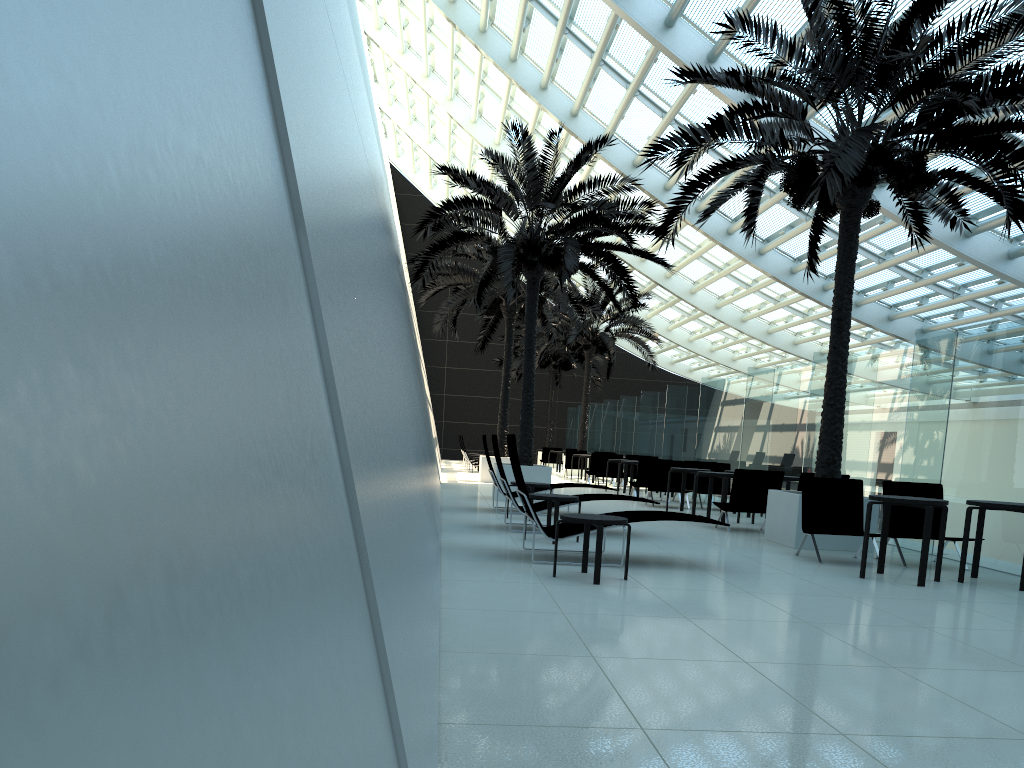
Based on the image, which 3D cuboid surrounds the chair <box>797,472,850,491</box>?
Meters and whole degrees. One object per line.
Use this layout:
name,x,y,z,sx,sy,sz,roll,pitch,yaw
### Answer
chair,4.263,1.705,12.505,0.717,0.896,0.880,3,2,-5

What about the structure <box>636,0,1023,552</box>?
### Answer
structure,4.056,-1.495,10.473,4.808,7.087,4.410,4,4,14

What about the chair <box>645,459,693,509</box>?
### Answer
chair,2.991,1.888,16.492,0.717,0.896,0.880,3,2,-5

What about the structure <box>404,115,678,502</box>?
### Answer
structure,0.446,-1.258,15.908,4.650,6.899,4.226,1,4,-26

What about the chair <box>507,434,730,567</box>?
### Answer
chair,0.963,1.113,8.339,2.038,1.169,0.913,3,3,-5

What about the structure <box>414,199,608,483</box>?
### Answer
structure,-0.241,-0.948,21.865,4.260,6.960,4.615,5,4,29

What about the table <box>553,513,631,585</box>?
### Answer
table,0.658,1.349,7.186,0.549,0.522,0.554,4,2,38

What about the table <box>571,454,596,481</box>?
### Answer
table,2.178,2.531,26.421,0.675,0.788,0.678,5,3,34

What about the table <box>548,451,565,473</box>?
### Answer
table,1.721,2.865,32.067,0.675,0.788,0.678,5,3,34

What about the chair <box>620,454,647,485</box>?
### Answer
chair,3.341,2.379,23.899,0.717,0.896,0.880,3,2,-5

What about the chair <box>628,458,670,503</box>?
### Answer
chair,2.868,1.989,18.197,0.717,0.896,0.880,3,2,-5

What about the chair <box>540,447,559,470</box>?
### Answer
chair,1.504,2.987,35.051,0.717,0.896,0.880,3,2,-5

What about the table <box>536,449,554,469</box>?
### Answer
table,1.375,3.111,36.227,0.673,0.788,0.680,5,3,43

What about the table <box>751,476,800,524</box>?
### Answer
table,4.172,1.832,13.684,0.674,0.788,0.679,5,3,38

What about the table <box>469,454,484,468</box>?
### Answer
table,-1.323,2.797,31.658,0.549,0.522,0.554,4,2,38

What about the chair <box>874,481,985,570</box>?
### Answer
chair,4.501,1.520,9.389,0.717,0.896,0.880,3,2,-5

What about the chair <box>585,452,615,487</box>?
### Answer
chair,2.413,2.322,23.818,0.717,0.896,0.880,3,2,-5

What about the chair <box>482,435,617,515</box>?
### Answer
chair,0.548,1.416,13.464,2.038,1.169,0.913,3,3,-5

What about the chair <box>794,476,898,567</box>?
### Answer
chair,3.573,1.463,9.309,0.717,0.896,0.880,3,2,-5

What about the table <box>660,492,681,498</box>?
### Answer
table,3.705,2.173,19.456,0.674,0.788,0.679,5,3,38

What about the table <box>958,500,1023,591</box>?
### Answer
table,4.623,1.509,8.227,0.673,0.788,0.680,5,3,43

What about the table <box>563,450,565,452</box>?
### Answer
table,2.341,3.171,36.311,0.673,0.788,0.680,5,3,43

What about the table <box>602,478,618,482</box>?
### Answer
table,3.143,2.591,26.505,0.675,0.788,0.678,5,3,34

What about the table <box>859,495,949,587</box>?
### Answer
table,3.658,1.450,8.143,0.673,0.788,0.680,5,3,43

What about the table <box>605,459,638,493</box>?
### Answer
table,2.631,2.201,20.834,0.675,0.788,0.678,5,3,34

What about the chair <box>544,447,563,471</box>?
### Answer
chair,1.626,2.886,33.358,0.717,0.896,0.880,3,2,-5

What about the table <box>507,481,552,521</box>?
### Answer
table,0.243,1.652,12.311,0.549,0.522,0.554,4,2,38

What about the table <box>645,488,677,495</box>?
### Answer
table,3.596,2.260,20.918,0.675,0.788,0.678,5,3,34

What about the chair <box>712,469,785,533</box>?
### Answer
chair,3.335,1.648,12.424,0.717,0.896,0.880,3,2,-5

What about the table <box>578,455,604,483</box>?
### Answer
table,2.285,2.446,24.994,0.674,0.788,0.679,5,3,38

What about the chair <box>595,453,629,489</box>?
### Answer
chair,2.535,2.221,22.126,0.717,0.896,0.880,3,2,-5

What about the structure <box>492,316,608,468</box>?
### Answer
structure,1.877,0.115,37.661,4.464,7.086,4.752,1,4,-26

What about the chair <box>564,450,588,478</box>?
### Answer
chair,2.085,2.550,27.688,0.717,0.896,0.880,3,2,-5

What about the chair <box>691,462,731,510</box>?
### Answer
chair,3.919,1.945,16.572,0.717,0.896,0.880,3,2,-5

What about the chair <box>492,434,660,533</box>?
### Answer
chair,0.755,1.265,10.902,2.038,1.169,0.913,3,3,-5

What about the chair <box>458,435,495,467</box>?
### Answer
chair,-1.018,2.561,32.811,2.038,1.169,0.913,3,3,-5

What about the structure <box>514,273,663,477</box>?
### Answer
structure,2.507,-0.366,29.545,4.830,7.088,4.390,2,4,-11

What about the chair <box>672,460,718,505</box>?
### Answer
chair,3.796,2.047,18.277,0.717,0.896,0.880,3,2,-5

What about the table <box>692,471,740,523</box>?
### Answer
table,3.207,1.772,13.600,0.674,0.788,0.679,5,3,38

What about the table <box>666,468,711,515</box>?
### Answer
table,3.086,1.868,15.212,0.675,0.788,0.678,5,3,34

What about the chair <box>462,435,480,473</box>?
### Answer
chair,-0.597,2.253,27.606,2.038,1.169,0.913,3,3,-5

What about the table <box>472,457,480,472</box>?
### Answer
table,-0.902,2.489,26.453,0.550,0.522,0.553,4,2,34

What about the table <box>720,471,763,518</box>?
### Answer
table,4.051,1.927,15.296,0.675,0.788,0.678,5,3,34

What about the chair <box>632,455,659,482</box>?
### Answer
chair,3.463,2.278,22.207,0.717,0.896,0.880,3,2,-5

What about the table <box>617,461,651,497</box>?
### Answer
table,2.740,2.114,19.373,0.674,0.788,0.679,5,3,38

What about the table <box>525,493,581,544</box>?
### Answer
table,0.450,1.501,9.749,0.549,0.522,0.554,4,2,38

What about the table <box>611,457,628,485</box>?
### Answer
table,3.250,2.506,25.078,0.674,0.788,0.679,5,3,38

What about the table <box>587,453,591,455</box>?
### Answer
table,2.686,2.925,32.150,0.675,0.788,0.678,5,3,34

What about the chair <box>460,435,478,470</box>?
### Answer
chair,-0.804,2.405,30.169,2.038,1.169,0.913,3,3,-5

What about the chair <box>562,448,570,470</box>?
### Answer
chair,2.432,3.044,35.131,0.717,0.896,0.880,3,2,-5

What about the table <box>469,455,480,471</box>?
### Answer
table,-1.109,2.641,29.016,0.549,0.522,0.554,4,2,38

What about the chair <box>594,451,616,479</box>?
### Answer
chair,3.013,2.608,27.769,0.717,0.896,0.880,3,2,-5
